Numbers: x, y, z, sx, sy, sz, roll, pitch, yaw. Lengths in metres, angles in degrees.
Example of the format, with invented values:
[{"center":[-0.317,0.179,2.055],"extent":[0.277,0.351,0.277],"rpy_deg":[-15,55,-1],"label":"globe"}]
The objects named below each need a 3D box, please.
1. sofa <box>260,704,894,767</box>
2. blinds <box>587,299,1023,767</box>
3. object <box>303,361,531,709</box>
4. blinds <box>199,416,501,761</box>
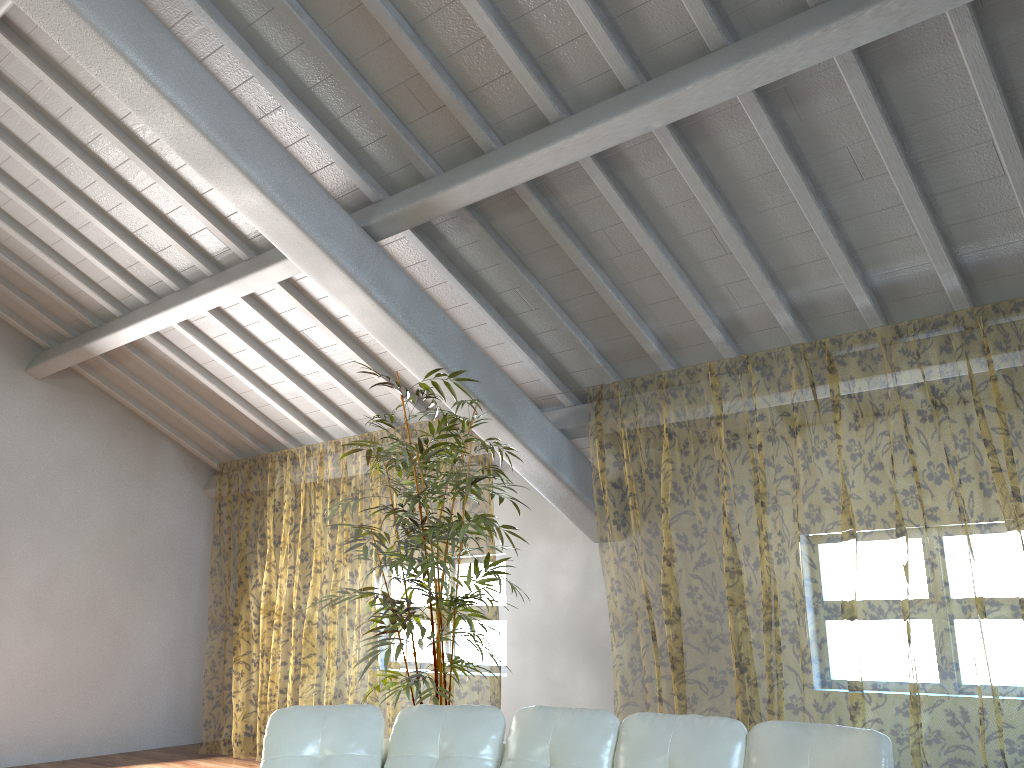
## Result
[{"center":[-0.095,1.543,2.993],"extent":[3.047,0.805,1.359],"rpy_deg":[-6,-15,19],"label":"sofa"},{"center":[1.851,0.961,4.345],"extent":[3.505,2.546,0.306],"rpy_deg":[-13,-19,39],"label":"blinds"},{"center":[-0.454,1.125,4.724],"extent":[1.177,2.473,1.399],"rpy_deg":[6,-16,-24],"label":"object"},{"center":[-1.436,1.699,7.028],"extent":[3.505,2.546,0.306],"rpy_deg":[-13,-19,39],"label":"blinds"}]
